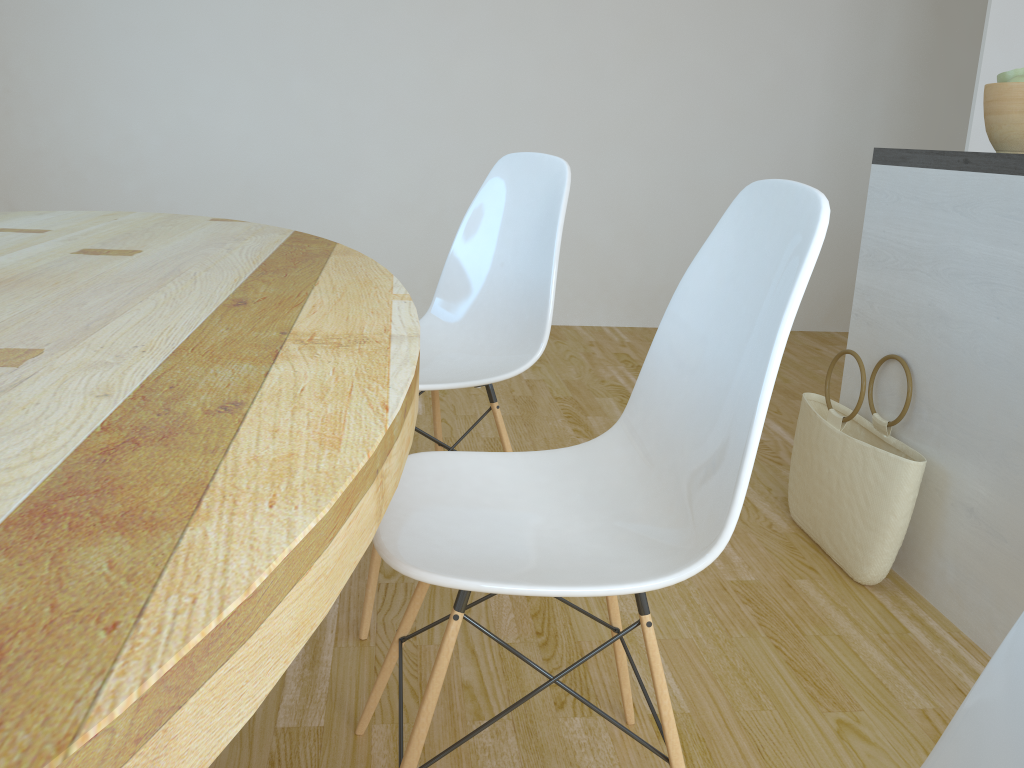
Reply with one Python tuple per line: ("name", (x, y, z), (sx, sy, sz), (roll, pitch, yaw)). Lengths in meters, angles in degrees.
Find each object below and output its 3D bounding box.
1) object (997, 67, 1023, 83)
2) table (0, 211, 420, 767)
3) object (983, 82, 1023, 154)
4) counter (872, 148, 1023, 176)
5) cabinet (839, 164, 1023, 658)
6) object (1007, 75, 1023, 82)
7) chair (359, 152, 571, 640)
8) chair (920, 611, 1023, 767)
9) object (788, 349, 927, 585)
("object", (1.086, -0.645, 1.900), (0.086, 0.064, 0.085), (4, 15, 4))
("table", (-0.712, 0.275, 0.982), (1.193, 0.715, 2.222), (1, 16, -9))
("object", (1.096, -0.553, 1.859), (0.207, 0.140, 0.206), (17, 20, 42))
("counter", (1.332, -0.219, 1.051), (0.600, 0.039, 2.436), (1, 16, -8))
("cabinet", (1.308, 0.238, 1.153), (0.600, 0.897, 2.436), (1, 16, -8))
("object", (1.066, -0.597, 1.833), (0.082, 0.084, 0.098), (-10, 19, -41))
("chair", (-0.176, -0.039, 1.871), (0.525, 0.889, 0.434), (-7, 17, -37))
("chair", (0.090, 0.382, 0.438), (0.524, 0.889, 0.435), (6, 14, 12))
("object", (0.384, 0.209, 1.845), (1.192, 0.495, 0.477), (-6, 17, -29))
